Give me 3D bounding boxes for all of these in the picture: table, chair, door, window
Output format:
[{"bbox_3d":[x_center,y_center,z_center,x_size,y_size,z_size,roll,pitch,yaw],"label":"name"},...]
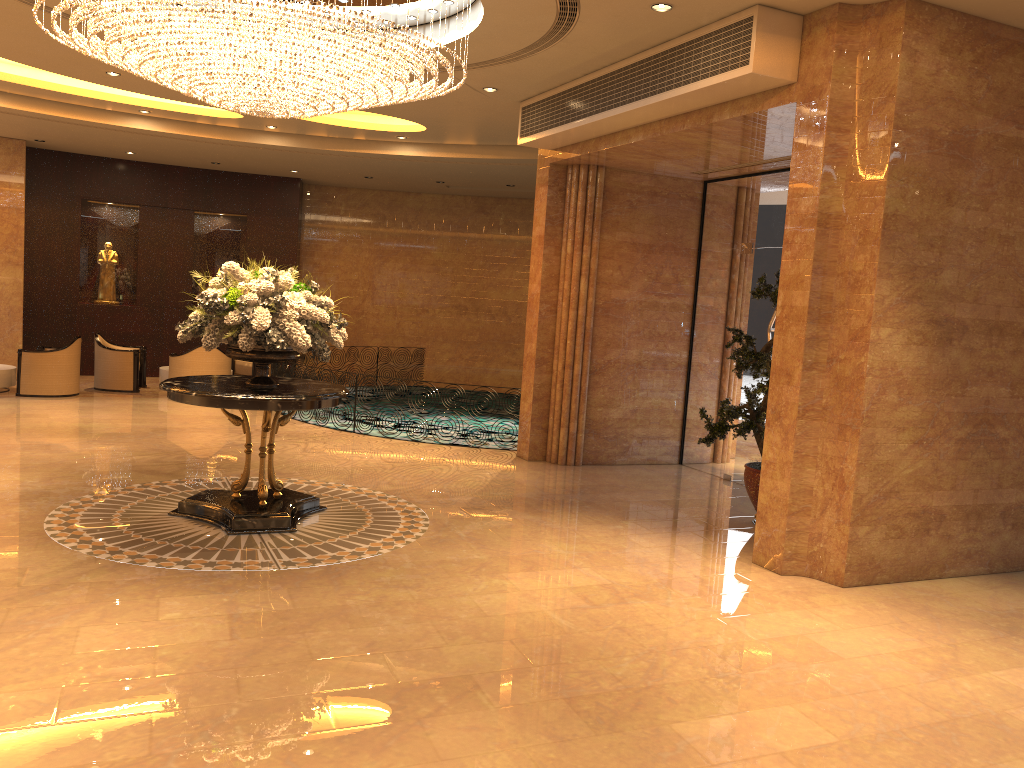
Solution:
[{"bbox_3d":[-5.486,-0.083,15.402,1.196,0.354,1.196,4,5,3],"label":"table"},{"bbox_3d":[-2.122,0.543,7.305,1.493,1.089,1.493,1,6,-31],"label":"table"},{"bbox_3d":[-4.947,-0.210,14.153,0.951,0.916,0.769,1,6,-29],"label":"chair"},{"bbox_3d":[-4.639,-0.383,16.216,0.951,0.916,0.769,9,7,40],"label":"chair"},{"bbox_3d":[2.958,-0.152,9.542,0.195,2.758,1.880,2,6,-25],"label":"door"},{"bbox_3d":[-8.212,-0.091,13.466,1.196,0.354,1.196,4,5,2],"label":"table"},{"bbox_3d":[-7.021,-0.298,13.557,0.769,0.916,0.951,3,5,-10],"label":"chair"},{"bbox_3d":[2.983,-0.527,9.507,0.047,3.571,3.515,2,6,-25],"label":"window"},{"bbox_3d":[-6.516,-0.373,14.718,0.769,0.916,0.951,3,6,-15],"label":"chair"}]

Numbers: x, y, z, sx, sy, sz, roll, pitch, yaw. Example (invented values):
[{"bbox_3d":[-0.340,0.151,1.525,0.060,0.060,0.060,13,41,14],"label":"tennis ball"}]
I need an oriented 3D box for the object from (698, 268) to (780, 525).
[{"bbox_3d":[2.387,0.129,8.275,1.250,2.363,0.843,-1,7,-44],"label":"object"}]

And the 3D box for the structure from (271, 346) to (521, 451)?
[{"bbox_3d":[-2.104,0.063,14.929,3.815,0.995,7.624,3,5,-6],"label":"structure"}]

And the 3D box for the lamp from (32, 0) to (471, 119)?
[{"bbox_3d":[-1.944,-2.725,6.972,3.206,1.196,3.204,5,6,12],"label":"lamp"}]

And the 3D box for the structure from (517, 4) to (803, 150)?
[{"bbox_3d":[1.115,-2.740,8.388,0.425,0.483,4.113,2,6,-25],"label":"structure"}]

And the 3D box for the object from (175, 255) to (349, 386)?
[{"bbox_3d":[-2.019,-0.489,7.188,1.277,0.999,1.318,5,5,6],"label":"object"}]
